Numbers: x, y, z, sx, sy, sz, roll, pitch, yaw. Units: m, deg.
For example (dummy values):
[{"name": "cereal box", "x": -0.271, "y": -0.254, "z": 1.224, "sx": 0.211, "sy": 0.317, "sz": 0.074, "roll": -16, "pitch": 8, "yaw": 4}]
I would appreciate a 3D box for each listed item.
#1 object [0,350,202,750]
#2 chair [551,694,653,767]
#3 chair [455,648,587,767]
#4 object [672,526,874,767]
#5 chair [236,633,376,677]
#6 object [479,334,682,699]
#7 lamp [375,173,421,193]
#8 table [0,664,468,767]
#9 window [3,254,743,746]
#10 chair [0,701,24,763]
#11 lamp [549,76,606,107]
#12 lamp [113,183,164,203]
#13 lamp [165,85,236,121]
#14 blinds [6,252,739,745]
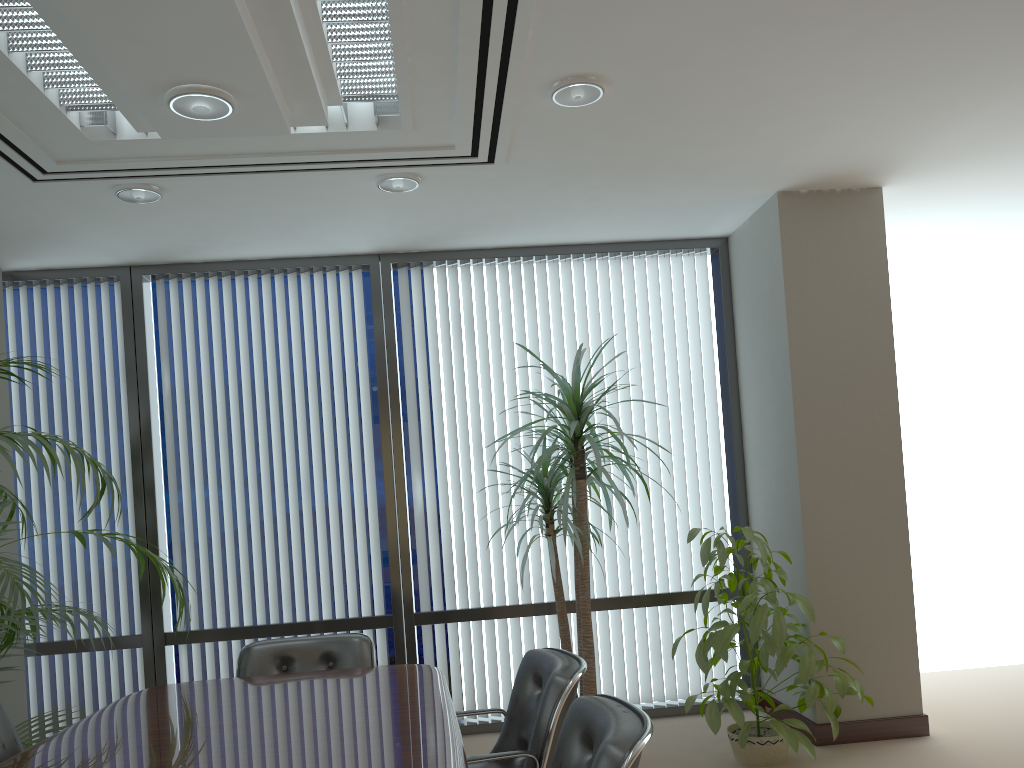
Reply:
[{"name": "object", "x": -2.694, "y": 0.898, "z": 3.801, "sx": 2.093, "sy": 2.469, "sz": 2.173, "roll": -5, "pitch": -4, "yaw": 16}, {"name": "chair", "x": -0.852, "y": 1.406, "z": 2.351, "sx": 2.525, "sy": 0.856, "sz": 0.763, "roll": -3, "pitch": -4, "yaw": -5}, {"name": "chair", "x": -0.122, "y": 1.466, "z": 3.234, "sx": 0.851, "sy": 0.856, "sz": 0.739, "roll": -3, "pitch": -4, "yaw": -10}, {"name": "object", "x": 1.334, "y": 1.393, "z": 4.647, "sx": 0.977, "sy": 1.308, "sz": 0.862, "roll": -2, "pitch": -4, "yaw": -34}, {"name": "chair", "x": -0.931, "y": 1.611, "z": 3.950, "sx": 0.758, "sy": 0.855, "sz": 0.858, "roll": -4, "pitch": -4, "yaw": -5}, {"name": "object", "x": 0.371, "y": 0.916, "z": 4.886, "sx": 1.015, "sy": 2.306, "sz": 1.038, "roll": -3, "pitch": -2, "yaw": -29}, {"name": "lamp", "x": -0.555, "y": -0.976, "z": 4.298, "sx": 0.225, "sy": 0.035, "sz": 0.227, "roll": -2, "pitch": -7, "yaw": -15}, {"name": "table", "x": -0.806, "y": 1.407, "z": 1.956, "sx": 1.505, "sy": 0.745, "sz": 4.100, "roll": -3, "pitch": -7, "yaw": -5}, {"name": "window", "x": -2.308, "y": 0.644, "z": 4.200, "sx": 3.553, "sy": 2.899, "sz": 7.376, "roll": -8, "pitch": -7, "yaw": 40}, {"name": "chair", "x": -1.707, "y": 1.563, "z": 3.134, "sx": 0.852, "sy": 0.856, "sz": 0.763, "roll": -4, "pitch": -4, "yaw": 0}, {"name": "lamp", "x": 0.257, "y": -1.138, "z": 3.452, "sx": 0.226, "sy": 0.035, "sz": 0.226, "roll": -6, "pitch": -7, "yaw": 19}, {"name": "lamp", "x": -1.779, "y": -0.903, "z": 4.203, "sx": 0.225, "sy": 0.035, "sz": 0.226, "roll": -5, "pitch": -7, "yaw": 6}, {"name": "lamp", "x": -1.033, "y": -0.926, "z": 2.929, "sx": 0.226, "sy": 0.035, "sz": 0.226, "roll": -6, "pitch": -7, "yaw": 19}, {"name": "blinds", "x": -1.078, "y": 0.724, "z": 5.578, "sx": 4.925, "sy": 2.901, "sz": 0.051, "roll": -4, "pitch": -1, "yaw": -4}]
